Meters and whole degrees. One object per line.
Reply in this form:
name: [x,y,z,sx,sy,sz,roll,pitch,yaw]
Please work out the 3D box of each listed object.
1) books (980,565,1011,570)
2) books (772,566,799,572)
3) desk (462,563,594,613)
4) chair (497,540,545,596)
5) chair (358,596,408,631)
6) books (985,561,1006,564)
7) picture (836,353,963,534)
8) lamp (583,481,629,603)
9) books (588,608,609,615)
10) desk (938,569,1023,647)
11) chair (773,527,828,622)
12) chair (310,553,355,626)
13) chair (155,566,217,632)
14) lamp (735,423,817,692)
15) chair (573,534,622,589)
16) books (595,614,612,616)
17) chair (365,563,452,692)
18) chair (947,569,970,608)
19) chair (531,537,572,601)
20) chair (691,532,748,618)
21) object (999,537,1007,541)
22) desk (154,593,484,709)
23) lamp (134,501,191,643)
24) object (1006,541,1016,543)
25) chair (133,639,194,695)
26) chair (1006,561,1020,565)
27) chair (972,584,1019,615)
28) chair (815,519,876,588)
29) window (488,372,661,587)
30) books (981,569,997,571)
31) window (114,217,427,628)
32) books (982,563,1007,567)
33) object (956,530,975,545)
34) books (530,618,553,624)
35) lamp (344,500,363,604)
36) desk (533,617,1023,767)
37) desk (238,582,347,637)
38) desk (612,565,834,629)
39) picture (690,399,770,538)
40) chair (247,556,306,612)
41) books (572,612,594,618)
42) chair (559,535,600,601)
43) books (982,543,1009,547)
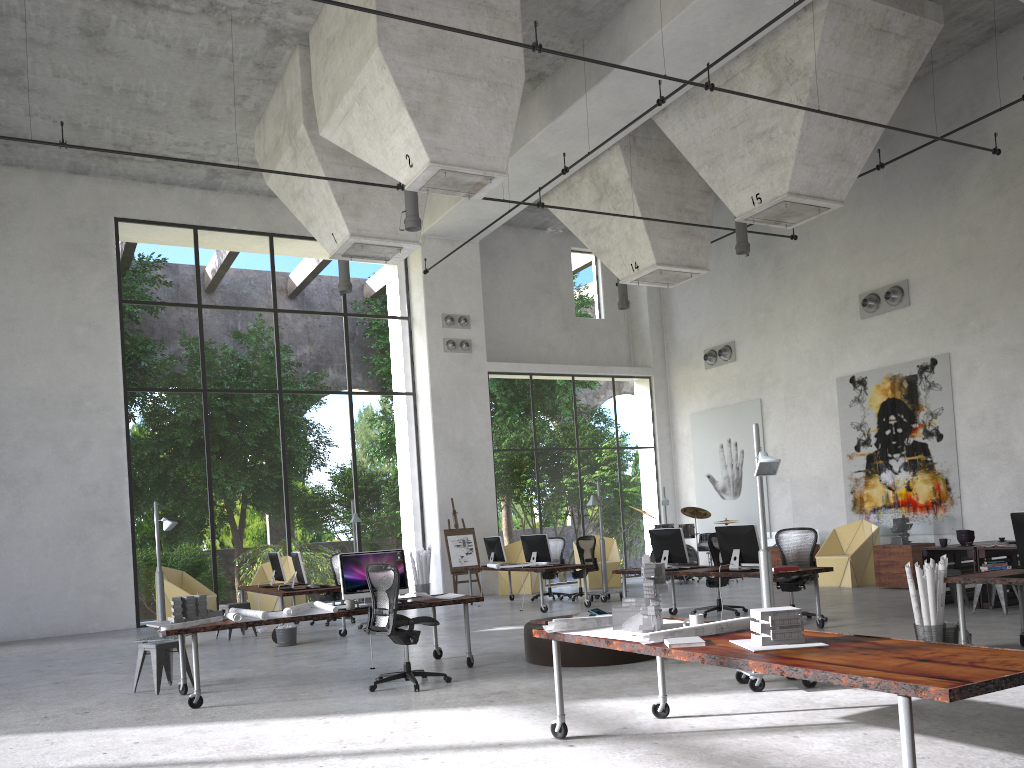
books: [5.917,2.247,10.753,0.284,0.033,0.200,-4,-9,3]
books: [3.132,2.123,10.097,0.285,0.052,0.205,-4,-9,4]
desk: [0.234,3.625,15.757,0.972,0.718,3.170,0,-9,-28]
chair: [0.189,3.925,18.900,0.983,1.163,0.939,-5,-5,20]
chair: [-2.020,3.192,13.608,0.791,1.178,0.777,-1,-5,-40]
books: [5.914,2.186,10.756,0.205,0.025,0.145,-7,-9,17]
picture: [6.825,1.184,15.631,0.020,3.002,2.380,-3,-4,-29]
lamp: [1.613,2.814,15.731,0.595,2.141,0.584,-3,-2,-29]
books: [0.952,2.504,9.598,0.144,0.102,0.206,2,-10,-43]
desk: [5.043,1.848,6.799,0.962,0.718,3.171,0,-9,-28]
chair: [3.563,2.421,11.138,0.775,1.178,0.794,-6,-4,30]
chair: [-3.005,3.463,14.872,0.774,1.178,0.795,-6,-4,25]
chair: [-5.919,3.826,15.819,0.935,1.162,0.987,-4,-5,7]
lamp: [2.064,1.392,7.175,0.579,2.141,0.599,-4,-2,-4]
chair: [1.888,3.862,19.198,0.978,1.163,0.944,-3,-5,-9]
books: [1.056,2.475,9.353,0.284,0.033,0.200,-1,-9,-15]
chair: [-1.050,2.273,8.364,0.776,1.178,0.793,-6,-5,35]
chair: [5.698,2.689,11.537,0.420,0.486,0.441,-4,-5,6]
chair: [0.736,3.548,16.908,0.772,1.178,0.797,-4,-4,10]
chair: [2.888,2.680,12.455,0.770,1.178,0.799,0,-5,-45]
object: [6.774,2.144,12.127,0.137,0.056,0.118,-2,-8,-13]
desk: [-1.873,2.642,8.875,3.124,0.720,0.986,1,-8,-28]
lamp: [-5.138,2.786,12.813,0.597,2.141,0.582,-4,-2,4]
object: [6.550,2.062,11.435,0.234,0.019,0.237,2,-11,-33]
chair: [-3.574,2.885,8.991,0.423,0.486,0.438,-7,-6,34]
chair: [7.447,2.592,12.613,0.772,0.814,0.700,1,-7,-43]
chair: [5.927,2.542,10.732,0.436,0.486,0.424,-1,-6,-34]
chair: [6.015,3.016,15.675,0.932,1.162,0.990,-1,-5,-30]
window: [1.589,2.202,20.560,4.553,4.867,0.020,-1,-3,-29]
books: [5.919,2.281,10.752,0.285,0.034,0.199,-7,-9,17]
window: [-4.714,0.784,18.052,5.950,7.810,0.068,-1,-2,-29]
books: [5.912,2.215,10.758,0.255,0.032,0.176,-8,-10,22]
object: [6.094,2.059,11.796,0.213,0.213,0.195,-1,-6,-27]
books: [0.340,2.531,9.364,0.174,0.032,0.257,3,-11,-37]
lamp: [-3.013,3.317,16.931,0.578,2.141,0.601,-3,-2,-29]
desk: [1.311,1.775,4.844,0.972,0.718,3.170,0,-9,-28]
desk: [-3.498,3.553,13.802,0.962,0.718,3.171,0,-9,-28]
desk: [2.589,2.748,11.330,0.972,0.718,3.170,0,-9,-28]
picture: [4.937,2.030,20.060,0.020,3.002,2.362,-3,-4,-29]
chair: [-4.549,3.928,16.999,0.982,1.163,0.939,-5,-5,17]
books: [0.789,2.541,9.658,0.198,0.034,0.287,-7,-10,17]
chair: [1.247,3.439,16.449,0.796,1.178,0.773,-6,-4,25]
books: [6.141,2.041,11.154,0.306,0.030,0.224,-9,-10,29]
